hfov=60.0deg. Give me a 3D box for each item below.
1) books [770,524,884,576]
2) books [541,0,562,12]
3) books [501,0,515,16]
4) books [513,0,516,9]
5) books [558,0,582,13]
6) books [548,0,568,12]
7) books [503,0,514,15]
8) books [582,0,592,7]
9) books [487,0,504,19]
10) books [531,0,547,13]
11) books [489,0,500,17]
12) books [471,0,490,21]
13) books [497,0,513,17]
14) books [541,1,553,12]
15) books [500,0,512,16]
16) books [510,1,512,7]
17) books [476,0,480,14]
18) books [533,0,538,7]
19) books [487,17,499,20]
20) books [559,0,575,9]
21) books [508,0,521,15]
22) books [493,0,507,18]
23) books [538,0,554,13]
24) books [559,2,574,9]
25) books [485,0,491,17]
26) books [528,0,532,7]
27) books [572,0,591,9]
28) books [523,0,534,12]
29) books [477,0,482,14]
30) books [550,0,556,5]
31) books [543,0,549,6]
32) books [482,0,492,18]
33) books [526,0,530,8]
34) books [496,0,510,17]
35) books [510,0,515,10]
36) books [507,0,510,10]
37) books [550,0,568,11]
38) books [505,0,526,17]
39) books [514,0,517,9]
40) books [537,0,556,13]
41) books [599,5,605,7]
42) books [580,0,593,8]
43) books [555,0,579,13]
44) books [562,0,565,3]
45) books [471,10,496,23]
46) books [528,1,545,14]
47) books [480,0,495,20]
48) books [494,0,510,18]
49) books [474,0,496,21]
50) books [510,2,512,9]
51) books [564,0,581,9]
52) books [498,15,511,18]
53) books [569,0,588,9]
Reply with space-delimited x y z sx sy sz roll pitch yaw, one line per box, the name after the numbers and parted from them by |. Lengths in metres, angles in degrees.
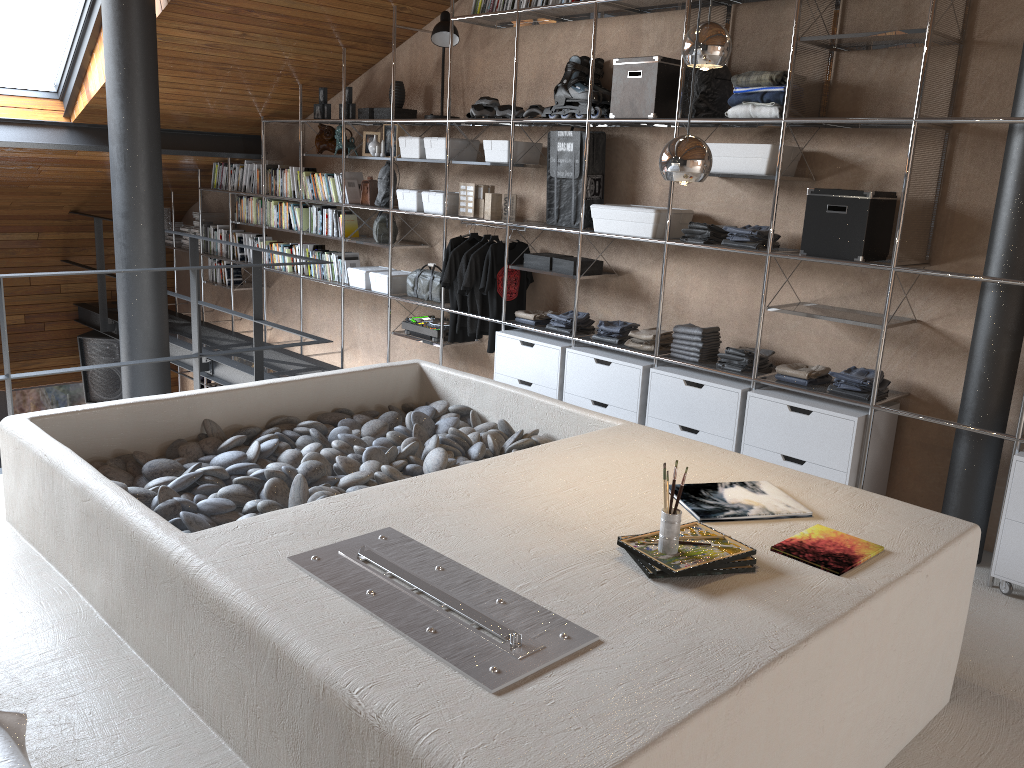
0.818 0.427 2.299 0.251 0.013 0.188 -10 19 -43 | books
0.240 -2.152 4.836 0.155 0.212 0.073 -10 19 -43 | books
-0.001 -2.194 5.051 0.119 0.169 0.058 -10 19 -43 | books
0.066 -2.177 4.983 0.112 0.173 0.054 -10 19 -43 | books
0.340 -2.149 4.784 0.191 0.244 0.075 -10 19 -43 | books
0.275 -2.145 4.810 0.164 0.213 0.066 -10 19 -43 | books
0.021 -2.207 5.039 0.125 0.204 0.072 -10 19 -43 | books
0.426 -2.110 4.660 0.148 0.234 0.013 -10 19 -43 | books
-0.070 -2.241 5.151 0.146 0.208 0.071 -10 19 -43 | books
0.171 -2.160 4.896 0.126 0.194 0.064 -10 19 -43 | books
-0.052 -2.247 5.120 0.143 0.233 0.081 -10 19 -44 | books
-0.164 -2.278 5.234 0.148 0.229 0.073 -10 19 -43 | books
-0.016 -2.212 5.060 0.127 0.197 0.063 -10 19 -43 | books
0.228 -2.149 4.856 0.137 0.197 0.063 -10 19 -44 | books
-0.003 -2.211 5.058 0.127 0.197 0.063 -10 19 -43 | books
0.049 -2.192 4.998 0.111 0.194 0.059 -10 19 -43 | books
-0.143 -2.252 5.212 0.131 0.178 0.057 -10 19 -44 | books
0.183 -2.160 4.882 0.123 0.201 0.071 -10 19 -43 | books
-0.094 -2.265 5.196 0.148 0.229 0.073 -10 19 -43 | books
0.321 -2.116 4.751 0.131 0.178 0.057 -10 19 -44 | books
0.037 -2.184 5.005 0.112 0.173 0.054 -10 19 -43 | books
-0.039 -2.240 5.114 0.129 0.226 0.069 -10 19 -43 | books
0.211 -2.159 4.853 0.118 0.218 0.073 -10 19 -43 | books
0.333 -2.143 4.758 0.148 0.229 0.073 -10 19 -43 | books
-0.088 -2.239 5.152 0.130 0.202 0.063 -10 19 -43 | books
0.162 -2.173 4.899 0.133 0.215 0.070 -10 19 -43 | books
0.386 -2.102 4.692 0.143 0.199 0.054 -10 19 -43 | books
0.132 -2.177 4.931 0.131 0.202 0.068 -10 19 -43 | books
-0.127 -2.261 5.204 0.149 0.202 0.067 -10 19 -44 | books
0.284 -2.147 4.764 0.148 0.229 0.073 -10 19 -43 | books
0.251 -2.156 4.795 0.148 0.229 0.073 -10 19 -43 | books
-0.091 -2.258 5.178 0.161 0.228 0.080 -10 19 -43 | books
0.146 -2.169 4.928 0.120 0.186 0.064 -10 19 -43 | books
-0.019 -2.219 5.089 0.139 0.199 0.074 -10 19 -44 | books
0.053 -2.177 4.984 0.111 0.171 0.056 -10 19 -43 | books
0.035 -2.190 5.015 0.117 0.180 0.059 -10 19 -43 | books
0.283 -2.143 4.804 0.170 0.214 0.065 -10 19 -43 | books
0.044 -2.212 5.030 0.161 0.219 0.074 -10 19 -43 | books
0.081 -2.198 4.964 0.122 0.227 0.076 -10 19 -43 | books
0.218 -2.186 4.868 0.143 0.264 0.088 -10 19 -43 | books
0.459 -2.084 4.617 0.148 0.206 0.018 -10 19 -43 | books
0.419 -2.100 4.676 0.148 0.205 0.014 -10 19 -44 | books
0.328 -2.153 4.788 0.191 0.249 0.077 -10 19 -43 | books
0.338 -2.123 4.746 0.137 0.197 0.063 -10 19 -44 | books
-0.143 -2.294 5.263 0.206 0.249 0.074 -10 19 -44 | books
0.162 -2.179 4.917 0.137 0.213 0.068 -10 19 -43 | books
-0.110 -2.265 5.196 0.148 0.229 0.073 -10 19 -43 | books
-0.037 -2.222 5.096 0.127 0.197 0.063 -10 19 -43 | books
-0.133 -2.273 5.227 0.169 0.229 0.077 -10 19 -43 | books
0.048 -2.180 4.992 0.112 0.174 0.054 -10 19 -43 | books
0.350 -2.127 4.721 0.148 0.232 0.053 -10 19 -43 | books
-0.033 -2.228 5.114 0.130 0.201 0.063 -10 19 -43 | books
0.369 -2.125 4.708 0.148 0.234 0.033 -10 19 -43 | books
